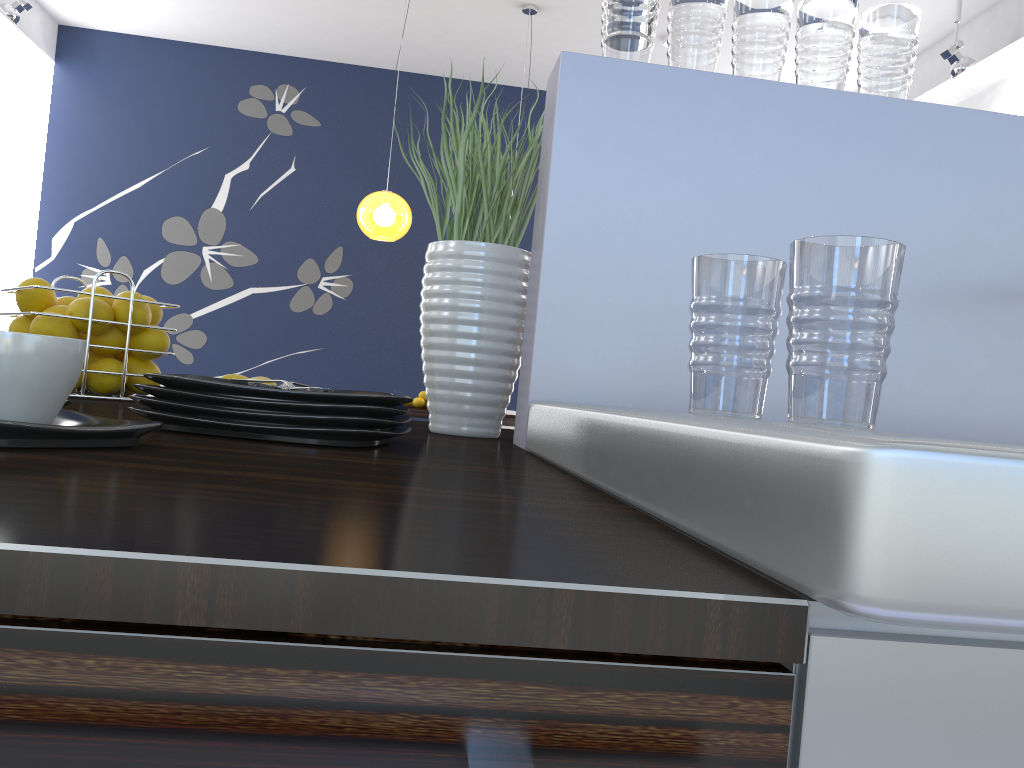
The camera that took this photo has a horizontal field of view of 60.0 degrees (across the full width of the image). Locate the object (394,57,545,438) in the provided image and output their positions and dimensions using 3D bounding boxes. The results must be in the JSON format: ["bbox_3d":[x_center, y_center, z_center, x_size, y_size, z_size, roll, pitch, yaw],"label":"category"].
[{"bbox_3d":[-0.056,-0.184,1.201,0.247,0.502,0.269,5,-1,36],"label":"object"}]

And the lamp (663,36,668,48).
[{"bbox_3d":[1.123,-2.386,6.188,0.132,0.035,0.132,5,-1,40],"label":"lamp"}]

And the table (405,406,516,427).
[{"bbox_3d":[-0.582,0.552,5.798,2.046,0.783,1.127,6,-1,-7],"label":"table"}]

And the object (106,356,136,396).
[{"bbox_3d":[-0.583,-0.011,1.313,0.064,0.063,0.074,5,-1,14],"label":"object"}]

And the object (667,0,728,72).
[{"bbox_3d":[0.218,-0.415,1.058,0.072,0.119,0.071,5,-1,33],"label":"object"}]

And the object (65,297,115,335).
[{"bbox_3d":[-0.573,-0.092,1.205,0.053,0.051,0.063,5,-1,39],"label":"object"}]

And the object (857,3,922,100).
[{"bbox_3d":[0.458,-0.392,1.086,0.071,0.119,0.072,5,-1,43],"label":"object"}]

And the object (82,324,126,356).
[{"bbox_3d":[-0.572,-0.066,1.247,0.064,0.053,0.051,5,-1,-4],"label":"object"}]

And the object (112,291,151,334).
[{"bbox_3d":[-0.532,-0.100,1.241,0.052,0.060,0.057,6,-1,-19],"label":"object"}]

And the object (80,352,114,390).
[{"bbox_3d":[-0.597,-0.019,1.272,0.057,0.060,0.052,5,-1,-1],"label":"object"}]

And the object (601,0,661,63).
[{"bbox_3d":[0.139,-0.423,1.049,0.072,0.119,0.071,5,-1,33],"label":"object"}]

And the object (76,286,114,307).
[{"bbox_3d":[-0.594,-0.113,1.268,0.051,0.053,0.063,6,-1,-5],"label":"object"}]

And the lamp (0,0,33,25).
[{"bbox_3d":[-3.173,-2.562,5.687,0.185,0.511,0.150,6,-1,-7],"label":"lamp"}]

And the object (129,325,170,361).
[{"bbox_3d":[-0.517,-0.059,1.262,0.053,0.051,0.063,6,-1,-38],"label":"object"}]

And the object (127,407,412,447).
[{"bbox_3d":[-0.215,0.040,0.822,0.232,0.020,0.232,5,-1,2],"label":"object"}]

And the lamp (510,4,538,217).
[{"bbox_3d":[0.027,-1.520,5.884,0.359,1.974,0.358,5,-1,-1],"label":"lamp"}]

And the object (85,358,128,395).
[{"bbox_3d":[-0.563,-0.010,1.225,0.061,0.053,0.053,5,-1,36],"label":"object"}]

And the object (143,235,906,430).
[{"bbox_3d":[-0.028,-0.037,0.765,0.646,0.147,0.269,5,-1,18],"label":"object"}]

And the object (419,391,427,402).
[{"bbox_3d":[-0.567,0.080,5.780,0.083,0.068,0.070,5,-1,-3],"label":"object"}]

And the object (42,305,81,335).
[{"bbox_3d":[-0.630,-0.085,1.240,0.055,0.051,0.061,6,-1,-12],"label":"object"}]

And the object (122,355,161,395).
[{"bbox_3d":[-0.535,-0.013,1.276,0.060,0.057,0.052,5,-1,-5],"label":"object"}]

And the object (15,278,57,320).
[{"bbox_3d":[-0.666,-0.118,1.241,0.050,0.060,0.059,6,-1,-7],"label":"object"}]

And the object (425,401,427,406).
[{"bbox_3d":[-0.532,0.129,5.831,0.081,0.071,0.069,6,-1,-30],"label":"object"}]

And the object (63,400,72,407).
[{"bbox_3d":[-0.473,-0.009,0.781,0.153,0.069,0.153,6,-1,-33],"label":"object"}]

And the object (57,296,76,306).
[{"bbox_3d":[-0.654,-0.103,1.307,0.051,0.053,0.063,5,-1,6],"label":"object"}]

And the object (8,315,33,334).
[{"bbox_3d":[-0.681,-0.070,1.257,0.053,0.054,0.061,5,-1,40],"label":"object"}]

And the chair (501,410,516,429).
[{"bbox_3d":[-0.152,0.596,6.763,0.508,0.805,0.620,6,-1,-7],"label":"chair"}]

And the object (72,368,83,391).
[{"bbox_3d":[-0.602,-0.016,1.180,0.053,0.053,0.061,5,-1,38],"label":"object"}]

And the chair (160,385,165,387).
[{"bbox_3d":[-1.958,0.409,5.689,0.620,0.805,0.508,6,-1,-7],"label":"chair"}]

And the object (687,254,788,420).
[{"bbox_3d":[0.168,-0.034,0.678,0.072,0.119,0.071,6,-1,-7],"label":"object"}]

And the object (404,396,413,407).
[{"bbox_3d":[-0.686,0.115,5.770,0.083,0.068,0.070,5,-1,-3],"label":"object"}]

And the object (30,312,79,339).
[{"bbox_3d":[-0.607,-0.067,1.177,0.053,0.055,0.060,5,-1,37],"label":"object"}]

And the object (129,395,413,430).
[{"bbox_3d":[-0.214,0.030,0.822,0.232,0.020,0.232,5,-1,2],"label":"object"}]

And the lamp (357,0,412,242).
[{"bbox_3d":[-0.767,-1.762,5.789,0.358,1.645,0.359,5,-1,4],"label":"lamp"}]

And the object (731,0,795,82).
[{"bbox_3d":[0.298,-0.408,1.067,0.072,0.119,0.071,5,-1,33],"label":"object"}]

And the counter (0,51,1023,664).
[{"bbox_3d":[0.551,0.327,0.966,3.291,1.300,1.302,6,-1,-7],"label":"counter"}]

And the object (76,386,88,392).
[{"bbox_3d":[-0.639,-0.015,1.328,0.051,0.053,0.063,5,-1,1],"label":"object"}]

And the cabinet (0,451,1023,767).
[{"bbox_3d":[0.530,0.551,0.974,3.285,0.852,1.377,6,-1,-7],"label":"cabinet"}]

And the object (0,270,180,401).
[{"bbox_3d":[-0.608,-0.071,1.266,0.189,0.174,0.207,6,-1,-42],"label":"object"}]

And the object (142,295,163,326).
[{"bbox_3d":[-0.541,-0.104,1.294,0.063,0.051,0.053,5,-1,41],"label":"object"}]

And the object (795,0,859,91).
[{"bbox_3d":[0.378,-0.400,1.077,0.072,0.119,0.071,5,-1,33],"label":"object"}]

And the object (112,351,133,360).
[{"bbox_3d":[-0.563,-0.061,1.303,0.062,0.053,0.052,6,-1,-35],"label":"object"}]

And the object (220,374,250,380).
[{"bbox_3d":[-0.412,0.011,1.323,0.063,0.051,0.053,5,-1,-3],"label":"object"}]

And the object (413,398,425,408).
[{"bbox_3d":[-0.604,0.122,5.737,0.070,0.068,0.083,6,-1,-38],"label":"object"}]

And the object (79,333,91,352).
[{"bbox_3d":[-0.633,-0.054,1.296,0.051,0.053,0.062,5,-1,1],"label":"object"}]

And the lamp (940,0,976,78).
[{"bbox_3d":[2.591,-2.023,5.124,0.185,0.511,0.150,6,-1,-7],"label":"lamp"}]

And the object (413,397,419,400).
[{"bbox_3d":[-0.614,0.122,5.821,0.070,0.068,0.083,6,-1,-38],"label":"object"}]

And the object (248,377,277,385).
[{"bbox_3d":[-0.365,0.015,1.279,0.053,0.051,0.063,6,-1,-38],"label":"object"}]

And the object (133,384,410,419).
[{"bbox_3d":[-0.213,0.020,0.822,0.232,0.020,0.232,5,-1,-3],"label":"object"}]

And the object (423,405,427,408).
[{"bbox_3d":[-0.575,0.123,5.901,0.079,0.077,0.094,5,-1,37],"label":"object"}]

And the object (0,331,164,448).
[{"bbox_3d":[-0.314,0.002,0.559,0.153,0.069,0.153,5,-1,27],"label":"object"}]
